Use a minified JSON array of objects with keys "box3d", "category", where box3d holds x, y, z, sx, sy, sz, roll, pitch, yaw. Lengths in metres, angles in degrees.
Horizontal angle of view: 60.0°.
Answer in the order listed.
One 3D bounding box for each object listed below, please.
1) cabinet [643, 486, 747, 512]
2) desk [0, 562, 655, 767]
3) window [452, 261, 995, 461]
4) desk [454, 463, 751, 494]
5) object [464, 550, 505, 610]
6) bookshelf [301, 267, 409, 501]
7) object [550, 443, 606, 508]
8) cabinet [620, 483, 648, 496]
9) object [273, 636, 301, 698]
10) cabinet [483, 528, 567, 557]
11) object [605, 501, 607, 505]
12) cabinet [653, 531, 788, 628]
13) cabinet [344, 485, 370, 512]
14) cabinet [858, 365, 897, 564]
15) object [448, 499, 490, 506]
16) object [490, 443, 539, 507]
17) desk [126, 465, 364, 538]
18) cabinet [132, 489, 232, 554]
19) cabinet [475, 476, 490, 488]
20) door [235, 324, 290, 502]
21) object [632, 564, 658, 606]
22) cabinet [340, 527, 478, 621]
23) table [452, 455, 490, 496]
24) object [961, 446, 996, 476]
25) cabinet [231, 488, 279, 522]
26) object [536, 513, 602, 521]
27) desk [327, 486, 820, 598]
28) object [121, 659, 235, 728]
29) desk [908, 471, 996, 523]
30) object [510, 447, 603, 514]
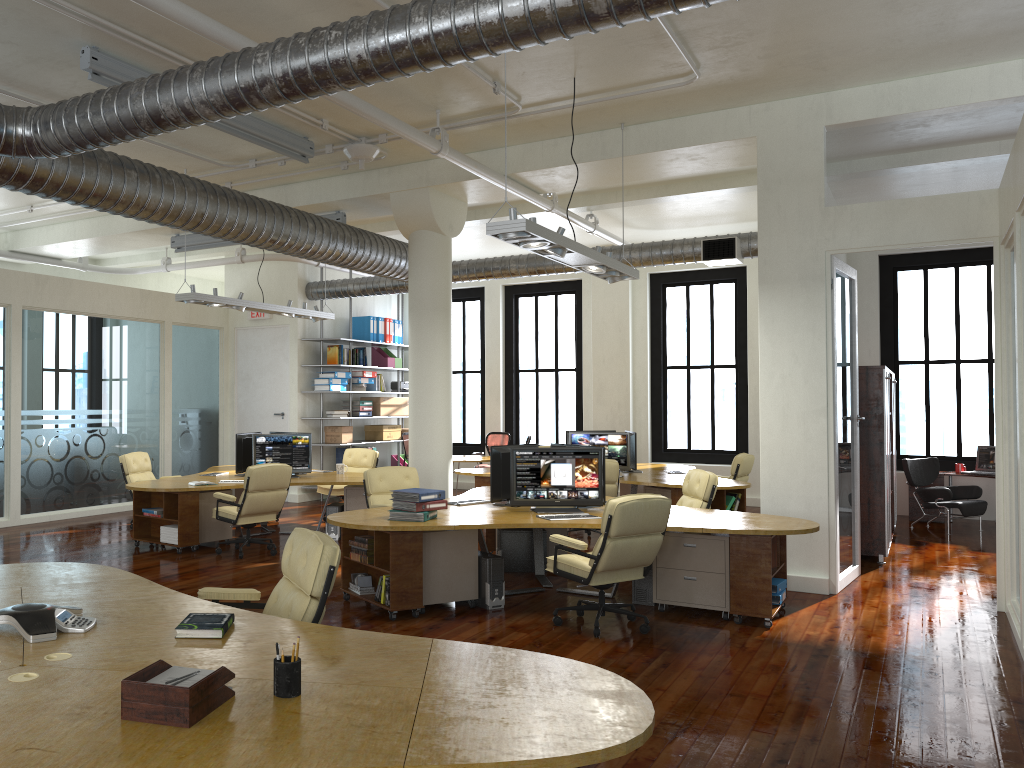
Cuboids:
[{"box3d":[2.155,1.555,10.710,0.821,0.709,0.957,1,-1,-27],"category":"cabinet"},{"box3d":[-1.341,1.367,3.081,3.598,0.734,3.793,0,-1,4],"category":"desk"},{"box3d":[-0.055,0.397,0.111,76.216,14.081,44.592,0,-1,14],"category":"window"},{"box3d":[1.575,1.573,12.357,4.263,0.734,3.175,-1,-2,34],"category":"desk"},{"box3d":[-0.271,1.631,7.444,0.165,0.411,0.522,1,-1,-34],"category":"object"},{"box3d":[-2.575,-0.101,16.387,0.714,4.602,3.300,-1,-1,25],"category":"bookshelf"},{"box3d":[0.601,0.836,8.162,0.269,0.552,0.871,1,-1,-30],"category":"object"},{"box3d":[2.087,1.610,13.155,0.970,0.709,0.806,-1,-2,33],"category":"cabinet"},{"box3d":[-0.721,0.906,2.846,0.097,0.185,0.080,-1,-2,37],"category":"object"},{"box3d":[0.170,1.526,9.411,0.889,0.709,0.888,0,-1,-2],"category":"cabinet"},{"box3d":[0.824,1.109,8.353,0.210,0.016,0.517,1,-2,-34],"category":"object"},{"box3d":[1.677,1.476,7.166,0.969,0.709,0.808,-1,-1,28],"category":"cabinet"},{"box3d":[-1.622,1.565,11.177,0.917,0.709,0.860,0,-1,6],"category":"cabinet"},{"box3d":[4.275,0.875,10.767,0.684,2.070,3.041,-1,-1,25],"category":"cabinet"},{"box3d":[-0.421,1.108,8.334,0.253,0.016,0.429,-1,-2,43],"category":"object"},{"box3d":[0.026,0.837,8.224,0.320,0.552,0.730,-1,-2,37],"category":"object"},{"box3d":[-3.278,1.562,11.855,3.640,0.734,3.737,1,-1,-23],"category":"desk"},{"box3d":[-3.836,1.548,10.424,0.972,0.709,0.804,-1,-2,36],"category":"cabinet"},{"box3d":[-0.070,1.590,12.297,0.909,0.709,0.868,0,-1,3],"category":"cabinet"},{"box3d":[-4.368,0.500,15.470,1.351,3.030,0.088,-1,-1,30],"category":"door"},{"box3d":[1.181,1.634,7.565,0.196,0.411,0.439,-1,-1,26],"category":"object"},{"box3d":[-0.837,1.481,7.372,0.815,0.709,0.961,1,-1,-32],"category":"cabinet"},{"box3d":[-0.877,1.638,15.234,1.348,0.745,1.618,1,-2,-36],"category":"table"},{"box3d":[6.606,1.058,12.255,0.406,0.387,0.582,1,-1,-33],"category":"object"},{"box3d":[-3.790,1.602,12.848,0.826,0.709,0.951,0,-1,-25],"category":"cabinet"},{"box3d":[0.464,1.084,7.245,0.448,0.016,0.243,0,-1,-19],"category":"object"},{"box3d":[0.286,1.485,8.372,3.918,0.734,3.486,0,-1,-1],"category":"desk"},{"box3d":[-1.019,0.934,2.726,0.238,0.116,0.294,0,-1,12],"category":"object"},{"box3d":[6.316,1.590,11.995,1.753,0.695,1.469,-1,-1,28],"category":"desk"},{"box3d":[0.390,0.825,7.660,0.802,0.552,0.293,0,-1,-3],"category":"object"}]
